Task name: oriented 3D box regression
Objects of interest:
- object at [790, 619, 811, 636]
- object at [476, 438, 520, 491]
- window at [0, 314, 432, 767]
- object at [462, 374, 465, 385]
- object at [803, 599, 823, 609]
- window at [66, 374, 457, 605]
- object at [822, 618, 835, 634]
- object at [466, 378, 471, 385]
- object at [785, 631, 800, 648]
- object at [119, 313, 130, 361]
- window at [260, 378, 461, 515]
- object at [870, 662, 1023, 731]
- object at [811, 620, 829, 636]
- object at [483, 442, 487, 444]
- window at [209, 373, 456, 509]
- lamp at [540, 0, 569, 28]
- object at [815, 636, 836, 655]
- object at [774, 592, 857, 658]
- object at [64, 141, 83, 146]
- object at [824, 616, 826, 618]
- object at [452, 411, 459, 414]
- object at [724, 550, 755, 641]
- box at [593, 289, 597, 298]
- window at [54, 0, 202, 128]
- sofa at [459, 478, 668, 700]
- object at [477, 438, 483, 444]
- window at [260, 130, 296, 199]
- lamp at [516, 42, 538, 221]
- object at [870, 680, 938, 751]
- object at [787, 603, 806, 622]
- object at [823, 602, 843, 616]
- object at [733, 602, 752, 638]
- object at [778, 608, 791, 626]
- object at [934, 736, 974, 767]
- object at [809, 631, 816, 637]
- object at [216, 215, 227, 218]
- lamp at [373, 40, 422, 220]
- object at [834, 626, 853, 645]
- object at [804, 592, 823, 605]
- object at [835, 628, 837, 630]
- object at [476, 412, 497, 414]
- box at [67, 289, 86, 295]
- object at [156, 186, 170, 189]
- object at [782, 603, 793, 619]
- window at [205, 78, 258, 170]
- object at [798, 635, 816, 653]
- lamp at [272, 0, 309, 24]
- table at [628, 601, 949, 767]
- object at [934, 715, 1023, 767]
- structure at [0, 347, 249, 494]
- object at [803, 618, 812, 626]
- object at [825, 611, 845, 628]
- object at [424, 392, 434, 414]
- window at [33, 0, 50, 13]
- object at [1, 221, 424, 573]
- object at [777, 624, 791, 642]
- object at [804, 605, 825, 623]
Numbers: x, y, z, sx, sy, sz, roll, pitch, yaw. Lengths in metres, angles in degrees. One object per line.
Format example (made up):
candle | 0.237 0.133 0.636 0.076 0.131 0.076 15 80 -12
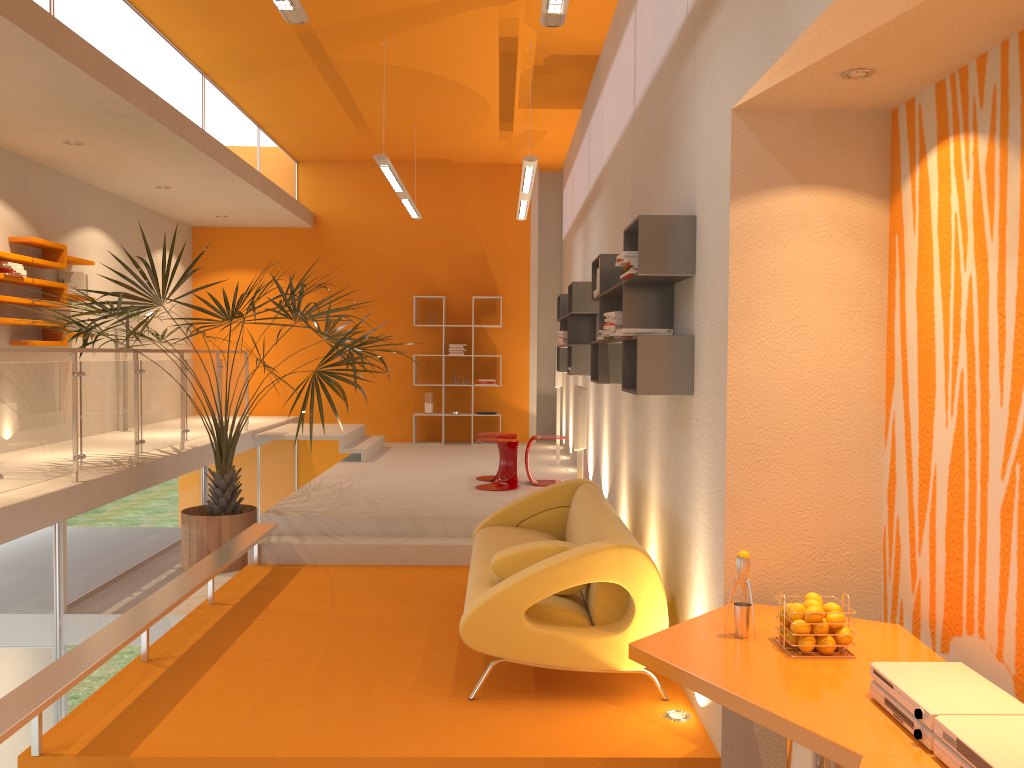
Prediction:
object | 0.893 0.754 2.742 0.063 0.051 0.053 1 2 3
object | -0.128 0.732 8.173 0.391 0.450 0.420 2 2 29
window | -2.229 1.883 7.836 0.481 5.399 8.922 1 2 11
object | -2.132 2.273 8.670 0.870 4.604 7.392 2 2 30
object | 0.951 0.706 2.799 0.063 0.053 0.051 2 2 36
window | -2.253 0.645 9.032 0.908 1.393 6.719 1 2 19
object | 0.994 0.768 2.808 0.062 0.053 0.051 2 3 42
object | 0.247 1.803 8.366 0.190 3.502 7.694 0 2 -12
object | 0.892 0.805 2.798 0.061 0.053 0.053 0 2 -13
object | -4.242 -0.137 9.740 0.116 1.317 0.111 1 2 6
window | -1.850 2.203 11.399 2.294 4.526 1.860 0 2 -1
object | 1.089 0.783 2.232 0.262 0.049 0.349 0 2 -1
object | 0.954 0.756 2.751 0.052 0.053 0.062 1 2 6
object | 0.353 2.305 5.606 0.102 2.685 13.193 0 2 -6
window | -2.285 2.189 10.610 0.993 4.599 4.234 2 2 31
lamp | 0.220 -2.183 2.669 0.120 1.052 3.195 0 2 -1
object | 0.972 0.807 2.757 0.064 0.063 0.074 -1 2 -35
object | 0.957 0.748 2.809 0.207 0.174 0.189 0 2 -1
object | -3.627 -2.010 7.332 0.143 0.059 0.143 0 2 -18
object | 0.997 0.754 2.869 0.053 0.054 0.061 0 2 -10
object | -0.764 0.391 11.998 0.105 0.035 0.106 2 3 43
object | 0.766 0.687 2.902 0.101 0.288 0.088 -1 2 -31
box | 0.650 -0.577 5.687 0.232 0.047 0.232 0 2 -1
window | -2.897 -2.526 6.947 0.006 0.660 2.794 0 2 -1
sofa | 0.220 1.011 4.887 0.929 0.706 2.081 0 2 -1
object | 0.316 2.258 6.917 0.129 2.692 10.507 0 2 -8
window | -2.955 -2.670 11.220 0.006 0.660 1.860 0 2 -1
lamp | 0.136 -2.391 8.855 0.120 1.052 3.195 0 2 -1
object | 1.088 0.832 2.233 0.262 0.049 0.349 0 2 -1
object | 0.890 0.714 2.769 0.057 0.060 0.052 1 2 22
object | 1.019 0.721 2.818 0.051 0.053 0.063 -1 3 -43
object | 0.757 0.777 2.917 0.060 0.106 0.060 2 2 31
object | 0.888 0.751 2.866 0.053 0.055 0.060 0 2 -13
object | 1.099 0.844 1.878 0.250 0.049 0.349 0 2 -1
object | 0.951 0.800 2.794 0.052 0.060 0.057 2 3 40
object | -3.680 -2.142 11.229 0.143 0.059 0.143 -1 2 -29
lamp | -1.093 -2.400 8.838 0.120 1.052 3.195 0 2 -1
object | 1.028 0.781 2.748 0.052 0.054 0.061 1 2 11
object | 0.978 0.705 2.871 0.059 0.060 0.050 2 2 34
object | 1.023 0.771 2.817 0.051 0.055 0.061 1 2 13
object | -0.346 0.399 12.059 0.294 0.020 0.294 2 2 39
box | -4.188 -0.867 8.360 0.232 0.047 0.232 0 2 -1
object | -3.654 -2.076 9.281 0.143 0.059 0.143 -1 2 -29
object | 0.889 0.724 2.823 0.053 0.051 0.063 0 2 -10
window | -2.929 -2.606 9.317 0.006 0.660 1.869 0 2 -1
object | 0.912 0.801 2.744 0.052 0.057 0.060 2 2 36
lamp | -1.009 -2.192 2.653 0.120 1.052 3.195 0 2 -1
table | 0.865 1.240 2.067 0.969 0.760 2.573 0 2 -1
object | 1.094 0.795 1.877 0.262 0.049 0.349 0 2 -1
structure | -2.970 0.259 4.439 0.195 0.900 11.050 0 2 -1
object | 0.918 0.751 2.794 0.051 0.053 0.064 2 2 37
object | 1.007 0.734 2.762 0.061 0.052 0.053 -1 3 -43
object | -1.129 0.258 12.055 0.129 0.291 0.129 1 2 27
window | -2.863 -2.440 4.391 0.006 0.660 2.241 0 2 -1
object | -2.213 0.122 7.215 3.098 2.600 3.241 1 2 7
object | 0.884 0.802 2.858 0.053 0.053 0.061 0 2 -11
object | 0.935 0.711 2.742 0.063 0.051 0.053 0 2 -8
